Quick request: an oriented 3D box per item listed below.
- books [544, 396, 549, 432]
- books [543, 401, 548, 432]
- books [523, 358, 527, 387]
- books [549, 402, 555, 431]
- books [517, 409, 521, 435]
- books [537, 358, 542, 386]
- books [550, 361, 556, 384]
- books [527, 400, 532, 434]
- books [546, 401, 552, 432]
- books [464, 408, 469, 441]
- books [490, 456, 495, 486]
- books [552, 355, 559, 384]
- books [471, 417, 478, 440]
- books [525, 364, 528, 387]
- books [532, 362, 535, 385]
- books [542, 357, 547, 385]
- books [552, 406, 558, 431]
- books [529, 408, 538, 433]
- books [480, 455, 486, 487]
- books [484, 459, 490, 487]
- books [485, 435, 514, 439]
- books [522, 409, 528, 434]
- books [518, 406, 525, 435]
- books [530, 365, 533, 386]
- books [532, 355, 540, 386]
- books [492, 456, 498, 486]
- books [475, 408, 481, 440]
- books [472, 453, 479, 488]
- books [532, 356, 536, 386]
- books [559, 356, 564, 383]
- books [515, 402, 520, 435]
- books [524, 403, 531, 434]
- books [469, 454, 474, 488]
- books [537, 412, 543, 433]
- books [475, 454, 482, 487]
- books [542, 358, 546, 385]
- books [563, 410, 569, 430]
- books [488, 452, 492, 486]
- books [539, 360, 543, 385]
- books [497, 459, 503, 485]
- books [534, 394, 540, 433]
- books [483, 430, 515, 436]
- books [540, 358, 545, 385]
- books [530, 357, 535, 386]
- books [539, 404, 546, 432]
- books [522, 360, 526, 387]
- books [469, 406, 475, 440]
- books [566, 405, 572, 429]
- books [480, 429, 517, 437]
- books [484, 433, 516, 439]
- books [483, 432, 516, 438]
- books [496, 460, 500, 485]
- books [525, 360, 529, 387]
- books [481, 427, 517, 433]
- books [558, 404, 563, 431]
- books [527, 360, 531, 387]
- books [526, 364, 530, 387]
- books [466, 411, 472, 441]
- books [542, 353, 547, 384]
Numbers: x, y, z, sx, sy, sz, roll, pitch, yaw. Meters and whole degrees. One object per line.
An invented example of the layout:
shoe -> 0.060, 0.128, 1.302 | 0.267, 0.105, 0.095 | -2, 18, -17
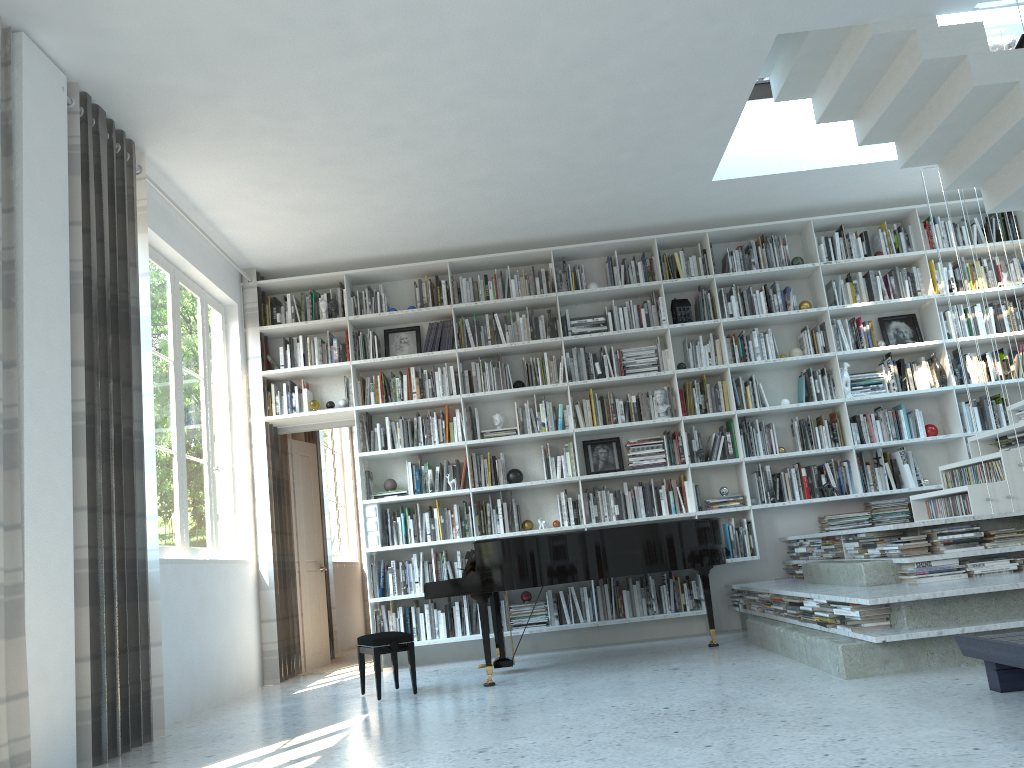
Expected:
books -> 0.275, 0.262, 7.069 | 0.011, 0.300, 0.179 | -6, -11, 1
books -> 0.265, 0.279, 7.057 | 0.012, 0.265, 0.193 | -6, -11, 1
books -> 0.108, -0.066, 7.162 | 0.012, 0.275, 0.129 | -6, -11, 1
books -> 0.317, 0.284, 7.085 | 0.022, 0.255, 0.152 | -6, -11, 1
books -> 0.059, 0.324, 7.079 | 0.010, 0.231, 0.155 | -6, -11, 1
books -> 0.222, -0.071, 7.119 | 0.013, 0.243, 0.189 | -6, -11, 1
books -> 0.331, -0.063, 7.142 | 0.024, 0.215, 0.142 | -6, -11, 1
books -> 0.142, 0.284, 7.067 | 0.012, 0.285, 0.167 | -6, -11, 1
books -> 0.294, 0.280, 7.065 | 0.023, 0.259, 0.170 | -6, -11, 1
books -> -0.354, 0.345, 7.091 | 0.012, 0.284, 0.160 | -6, -11, 1
books -> -0.150, 0.702, 7.007 | 0.014, 0.243, 0.153 | -6, -11, 1
books -> 0.351, -0.088, 7.137 | 0.022, 0.256, 0.155 | -6, -11, 1
books -> -0.293, 0.375, 7.084 | 0.034, 0.209, 0.136 | -6, -11, 1
books -> 0.119, -0.049, 7.156 | 0.005, 0.238, 0.146 | -6, -11, 1
books -> 0.176, -0.052, 7.119 | 0.006, 0.216, 0.181 | -6, -11, 1
books -> 0.263, -0.077, 7.137 | 0.006, 0.252, 0.180 | -6, -11, 1
books -> 0.343, 0.299, 7.081 | 0.026, 0.218, 0.150 | -6, -11, 1
books -> 0.175, 0.314, 7.077 | 0.048, 0.224, 0.150 | -6, -11, 1
books -> -0.227, 0.701, 7.007 | 0.036, 0.263, 0.167 | -6, -11, 1
books -> -0.195, 0.715, 7.006 | 0.025, 0.227, 0.153 | -6, -11, 1
books -> -0.097, 0.438, 7.064 | 0.254, 0.012, 0.161 | -6, -12, 1
books -> 0.106, 0.323, 7.088 | 0.024, 0.226, 0.138 | -6, -11, 1
books -> 0.077, 0.310, 7.062 | 0.030, 0.246, 0.174 | -6, -11, 1
books -> 0.160, -0.037, 7.141 | 0.011, 0.199, 0.163 | -6, -11, 1
books -> 0.198, -0.083, 7.157 | 0.033, 0.287, 0.155 | -6, -11, 1
books -> -0.128, 0.701, 7.023 | 0.028, 0.247, 0.143 | -6, -11, 1
books -> -0.269, 0.338, 7.085 | 0.021, 0.277, 0.137 | -6, -11, 1
books -> -0.284, 0.697, 7.011 | 0.025, 0.284, 0.145 | -6, -11, 1
books -> 0.180, -0.077, 7.146 | 0.005, 0.274, 0.157 | -6, -11, 1
books -> 0.394, -0.087, 7.113 | 0.064, 0.236, 0.209 | -6, -11, 1
books -> 0.044, 0.296, 7.071 | 0.012, 0.284, 0.160 | -6, -11, 1
books -> 0.126, 0.298, 7.077 | 0.022, 0.266, 0.151 | -6, -11, 1
books -> -0.314, 0.703, 7.021 | 0.012, 0.284, 0.160 | -6, -11, 1
books -> 0.224, 0.327, 7.079 | 0.025, 0.189, 0.140 | -6, -11, 1
books -> -0.258, 0.700, 7.015 | 0.026, 0.274, 0.155 | -6, -11, 1
books -> 0.257, -0.081, 7.144 | 0.004, 0.265, 0.142 | -6, -11, 1
books -> 0.431, 0.306, 7.071 | 0.027, 0.181, 0.142 | -6, -11, 1
books -> -0.172, 0.686, 6.990 | 0.026, 0.274, 0.190 | -6, -11, 1
books -> 0.235, -0.061, 7.154 | 0.011, 0.235, 0.131 | -6, -11, 1
books -> -0.089, 0.708, 6.996 | 0.028, 0.215, 0.175 | -6, -11, 1
books -> 0.198, 0.258, 7.078 | 0.010, 0.329, 0.173 | -6, -11, 1
books -> -0.101, 0.401, 7.065 | 0.254, 0.012, 0.161 | -6, -12, -2
books -> 0.247, -0.073, 7.144 | 0.017, 0.252, 0.140 | -6, -11, 1
books -> 0.167, -0.069, 7.155 | 0.009, 0.266, 0.150 | -6, -11, 1
books -> 0.246, 0.292, 7.065 | 0.028, 0.246, 0.170 | -6, -11, 1
books -> 0.101, -0.056, 7.153 | 0.005, 0.253, 0.161 | -6, -11, 1
books -> -0.319, 0.337, 7.103 | 0.011, 0.297, 0.136 | -6, -11, 1
books -> 0.456, 0.286, 7.077 | 0.026, 0.216, 0.126 | -6, -11, 1
books -> -0.102, 0.390, 7.069 | 0.285, 0.012, 0.160 | -7, -12, 3
books -> -0.098, 0.424, 7.058 | 0.254, 0.012, 0.161 | -6, -12, -3
books -> -0.100, 0.412, 7.058 | 0.254, 0.012, 0.161 | -5, -12, -4
books -> -0.108, 0.715, 6.999 | 0.011, 0.207, 0.180 | -6, -11, 1
books -> 0.122, -0.056, 7.132 | 0.005, 0.240, 0.174 | -6, -11, 1
books -> -0.104, 0.377, 7.067 | 0.285, 0.012, 0.160 | -6, -12, -3
books -> 0.385, 0.285, 7.059 | 0.060, 0.227, 0.179 | -6, -11, 1
books -> 0.140, -0.057, 7.122 | 0.005, 0.235, 0.179 | -6, -11, 1
books -> 0.133, -0.041, 7.146 | 0.013, 0.215, 0.150 | -6, -11, 1
books -> -0.335, 0.355, 7.082 | 0.024, 0.256, 0.134 | -6, -11, 1
books -> 0.266, -0.101, 7.144 | 0.006, 0.303, 0.166 | -6, -11, 1
